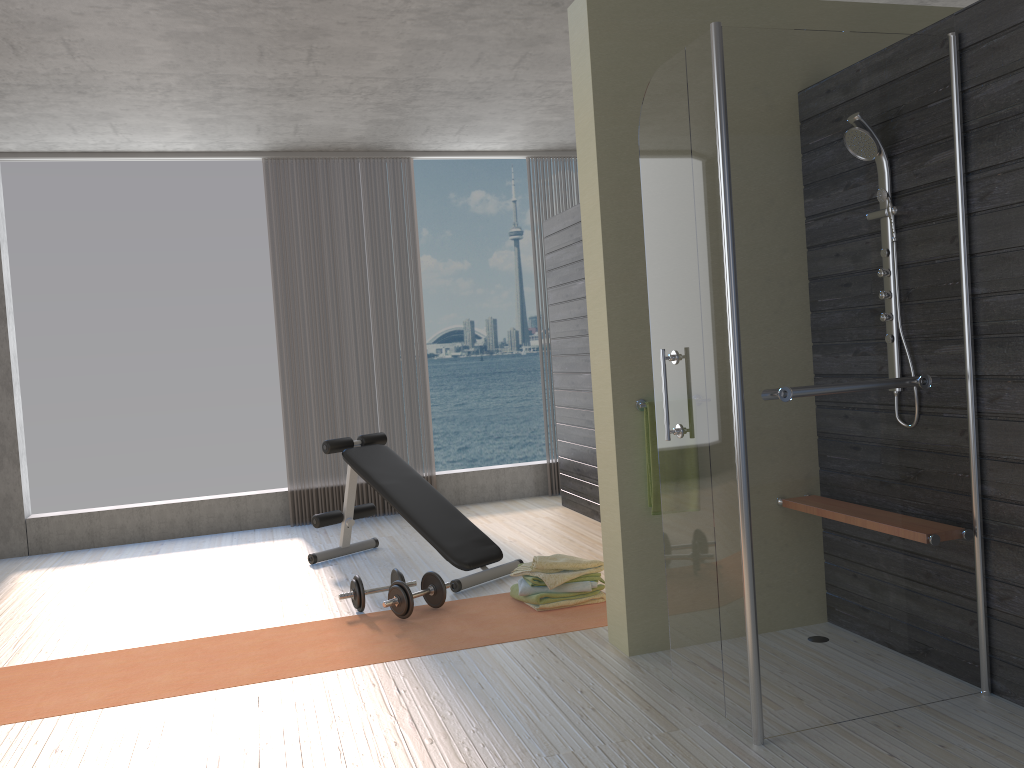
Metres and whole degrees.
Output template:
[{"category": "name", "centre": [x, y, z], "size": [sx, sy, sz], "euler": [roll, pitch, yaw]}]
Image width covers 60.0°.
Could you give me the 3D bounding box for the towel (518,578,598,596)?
[{"category": "towel", "centre": [0.219, 0.950, 4.241], "size": [0.383, 0.078, 0.383], "euler": [-4, 2, 1]}]

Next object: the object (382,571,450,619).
[{"category": "object", "centre": [-0.439, 0.978, 4.117], "size": [0.385, 0.176, 0.176], "euler": [-6, 3, -45]}]

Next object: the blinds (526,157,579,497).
[{"category": "blinds", "centre": [0.739, -0.501, 7.304], "size": [1.133, 2.744, 0.069], "euler": [-5, 2, -16]}]

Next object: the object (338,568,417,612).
[{"category": "object", "centre": [-0.646, 0.995, 4.284], "size": [0.385, 0.176, 0.176], "euler": [-5, 2, -25]}]

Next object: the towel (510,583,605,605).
[{"category": "towel", "centre": [0.211, 0.977, 4.220], "size": [0.380, 0.081, 0.367], "euler": [-5, 2, -19]}]

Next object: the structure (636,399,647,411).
[{"category": "structure", "centre": [0.615, 0.072, 3.384], "size": [0.298, 0.046, 0.052], "euler": [-5, 2, -16]}]

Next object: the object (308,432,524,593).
[{"category": "object", "centre": [-0.603, 0.673, 5.039], "size": [1.312, 0.746, 0.505], "euler": [-2, 3, 43]}]

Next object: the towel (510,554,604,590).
[{"category": "towel", "centre": [0.218, 0.860, 4.230], "size": [0.384, 0.123, 0.373], "euler": [-5, 2, -32]}]

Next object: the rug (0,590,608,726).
[{"category": "rug", "centre": [-0.854, 1.112, 3.770], "size": [2.779, 0.002, 0.716], "euler": [-5, 2, -16]}]

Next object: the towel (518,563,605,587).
[{"category": "towel", "centre": [0.237, 0.912, 4.256], "size": [0.376, 0.085, 0.371], "euler": [-4, 2, -11]}]

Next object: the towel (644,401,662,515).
[{"category": "towel", "centre": [0.615, 0.274, 3.365], "size": [0.214, 0.433, 0.070], "euler": [-5, 2, -21]}]

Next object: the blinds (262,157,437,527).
[{"category": "blinds", "centre": [-1.207, -0.346, 6.735], "size": [1.133, 2.744, 0.069], "euler": [-5, 2, -16]}]

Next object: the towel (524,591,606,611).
[{"category": "towel", "centre": [0.233, 0.999, 4.219], "size": [0.376, 0.044, 0.371], "euler": [-5, 2, -18]}]
